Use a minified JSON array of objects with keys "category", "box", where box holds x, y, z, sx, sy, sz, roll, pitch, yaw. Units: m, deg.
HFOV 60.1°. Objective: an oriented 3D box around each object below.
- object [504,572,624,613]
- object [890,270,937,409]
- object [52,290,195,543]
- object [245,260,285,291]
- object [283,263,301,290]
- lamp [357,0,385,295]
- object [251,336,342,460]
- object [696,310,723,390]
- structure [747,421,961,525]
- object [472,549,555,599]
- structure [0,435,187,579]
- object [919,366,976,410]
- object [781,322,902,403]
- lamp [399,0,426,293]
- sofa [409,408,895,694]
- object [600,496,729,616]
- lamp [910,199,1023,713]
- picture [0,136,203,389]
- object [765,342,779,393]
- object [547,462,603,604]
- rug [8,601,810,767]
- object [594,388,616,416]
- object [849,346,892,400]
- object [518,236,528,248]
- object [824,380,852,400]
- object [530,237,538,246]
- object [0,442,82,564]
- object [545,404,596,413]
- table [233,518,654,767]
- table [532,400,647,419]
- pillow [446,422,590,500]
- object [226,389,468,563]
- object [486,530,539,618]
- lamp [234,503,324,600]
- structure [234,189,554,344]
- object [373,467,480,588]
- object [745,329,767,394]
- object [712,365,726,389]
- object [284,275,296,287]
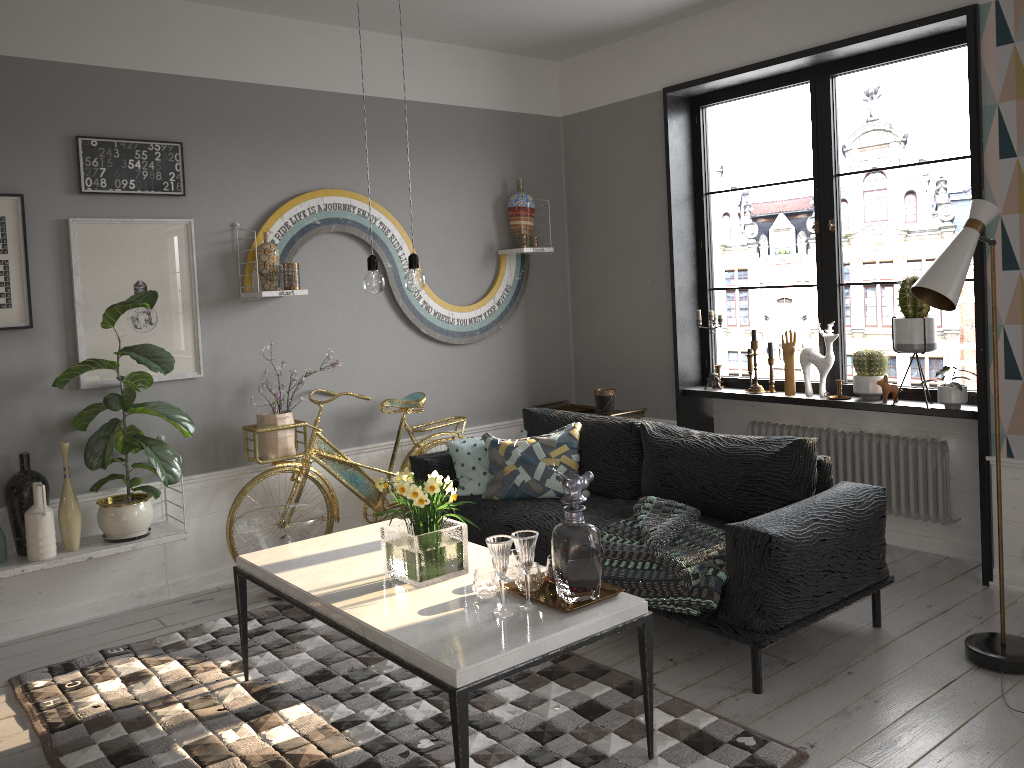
[{"category":"object","box":[0.158,0.644,2.765,0.247,0.015,0.318,-8,8,-39]},{"category":"object","box":[1.960,-0.228,4.302,0.235,0.668,0.229,-2,3,22]},{"category":"object","box":[-1.786,0.146,4.110,0.567,1.146,0.417,-3,3,1]},{"category":"object","box":[-1.260,-0.556,4.531,0.197,0.165,0.060,-3,3,-5]},{"category":"object","box":[-1.155,-0.562,4.635,0.086,0.139,0.086,0,5,44]},{"category":"lamp","box":[-0.730,-0.987,2.343,0.074,1.531,1.402,-2,4,20]},{"category":"object","box":[-1.115,0.058,4.636,0.489,0.639,0.254,-4,3,-21]},{"category":"object","box":[1.191,-0.211,5.339,0.145,0.488,0.163,-3,3,-3]},{"category":"structure","box":[1.819,0.465,4.867,0.149,0.426,1.224,-5,6,-41]},{"category":"object","box":[0.035,0.613,2.817,0.246,0.087,0.280,0,7,29]},{"category":"structure","box":[-2.706,0.652,3.444,2.785,0.484,0.308,-8,6,-39]},{"category":"object","box":[2.061,0.016,4.162,0.247,0.203,0.171,-6,5,-36]},{"category":"object","box":[1.727,-0.122,4.695,0.135,0.408,0.663,-5,5,-38]},{"category":"lamp","box":[-0.595,-0.997,2.374,0.074,1.531,1.402,-2,4,20]},{"category":"sofa","box":[0.482,0.601,4.191,0.973,0.795,2.343,-7,7,-39]},{"category":"object","box":[0.638,0.689,3.538,0.492,0.328,0.667,-8,7,-43]},{"category":"lamp","box":[2.021,0.161,3.261,1.250,1.697,0.680,-6,4,-41]},{"category":"picture","box":[-3.173,-0.067,0.654,7.318,1.788,4.044,-8,7,-39]},{"category":"object","box":[1.485,-0.102,5.068,0.076,0.300,0.076,-3,3,-8]},{"category":"object","box":[0.196,0.446,2.714,0.156,0.416,0.148,-4,3,-19]},{"category":"rug","box":[-0.556,1.148,3.110,1.776,0.034,2.530,-8,8,-38]},{"category":"object","box":[0.579,0.115,5.506,0.141,0.160,0.139,-3,4,-1]},{"category":"object","box":[1.865,-0.062,4.605,0.234,0.282,0.214,-1,4,25]},{"category":"object","box":[0.067,-0.902,5.627,0.060,0.079,0.060,0,5,40]},{"category":"object","box":[1.735,0.029,4.687,0.123,0.099,0.123,-4,5,-16]},{"category":"object","box":[0.141,-0.908,5.643,0.050,0.058,0.050,1,5,41]},{"category":"object","box":[-2.118,0.518,3.884,0.331,0.487,0.287,-2,3,11]},{"category":"object","box":[0.389,0.162,5.808,0.247,0.015,0.318,-8,8,-39]},{"category":"table","box":[-0.304,0.904,3.024,0.734,0.509,1.458,-7,7,-39]},{"category":"table","box":[0.501,0.484,5.702,0.340,0.677,0.743,-5,5,-39]},{"category":"pillow","box":[0.040,0.395,4.633,0.798,0.361,0.445,1,6,33]},{"category":"object","box":[-0.793,0.489,4.926,0.426,0.966,1.633,0,6,42]},{"category":"object","box":[0.006,0.563,2.627,0.168,0.226,0.082,-5,3,-27]},{"category":"lamp","box":[-1.141,0.830,4.380,0.432,0.436,0.434,-3,4,-8]},{"category":"structure","box":[-0.579,-0.673,5.183,2.029,0.952,0.267,-7,5,-39]},{"category":"object","box":[-0.303,0.472,3.017,0.326,0.350,0.352,-6,5,-37]},{"category":"object","box":[1.399,-0.137,5.090,0.123,0.374,0.123,-5,3,-34]},{"category":"object","box":[1.261,-0.052,5.397,0.085,0.151,0.084,-5,4,-35]},{"category":"object","box":[-1.184,-0.541,4.712,0.062,0.081,0.063,-1,4,27]}]
